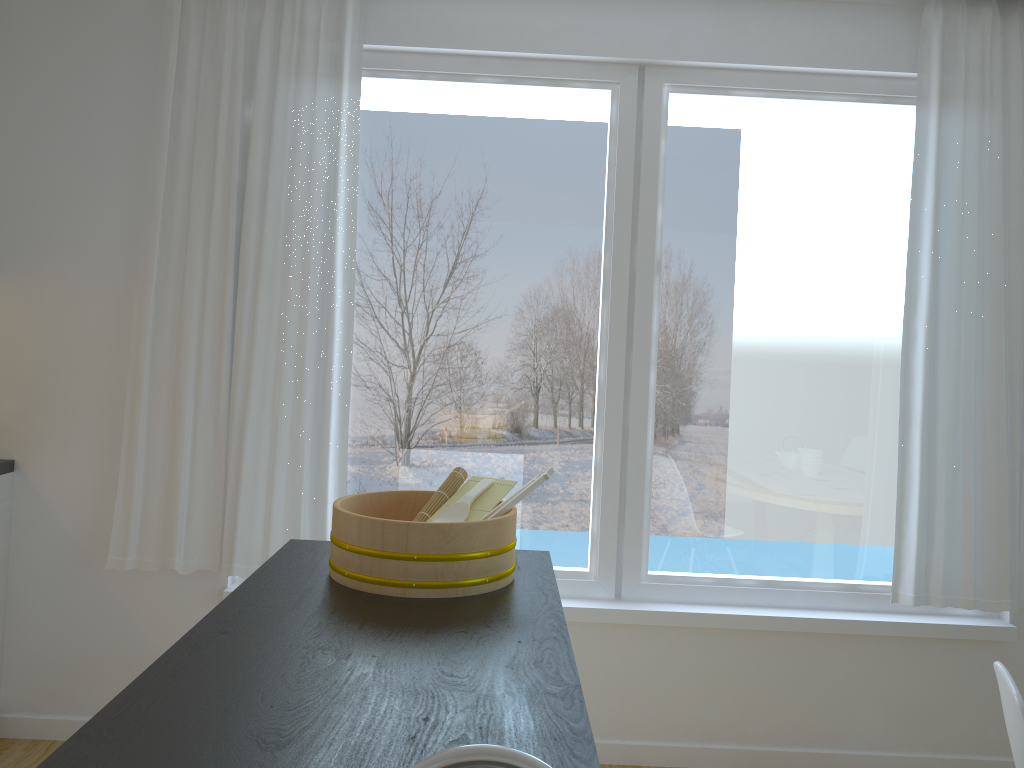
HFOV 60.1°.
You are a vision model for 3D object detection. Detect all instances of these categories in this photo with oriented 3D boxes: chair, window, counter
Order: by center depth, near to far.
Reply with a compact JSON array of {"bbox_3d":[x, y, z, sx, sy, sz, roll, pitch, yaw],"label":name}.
[{"bbox_3d":[-0.200,0.440,0.856,0.600,0.040,2.401,3,2,-1],"label":"counter"},{"bbox_3d":[1.068,0.961,1.420,0.523,0.903,0.429,3,-1,19],"label":"chair"},{"bbox_3d":[-2.012,0.307,2.063,0.600,0.040,2.001,3,2,-1],"label":"counter"},{"bbox_3d":[0.422,-0.193,3.208,2.726,1.921,0.088,3,-1,-1],"label":"window"}]

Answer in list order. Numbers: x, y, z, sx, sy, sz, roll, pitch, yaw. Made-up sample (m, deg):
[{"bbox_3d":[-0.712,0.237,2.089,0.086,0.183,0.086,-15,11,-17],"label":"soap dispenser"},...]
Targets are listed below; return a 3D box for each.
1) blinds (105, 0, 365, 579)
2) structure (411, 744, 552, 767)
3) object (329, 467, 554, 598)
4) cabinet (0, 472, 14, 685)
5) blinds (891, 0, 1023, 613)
[{"bbox_3d":[-0.914,-0.433,3.004,0.795,2.163,0.150,3,-1,-1],"label":"blinds"},{"bbox_3d":[-0.016,0.334,0.520,0.162,0.215,0.097,3,-1,0],"label":"structure"},{"bbox_3d":[-0.166,0.279,1.836,0.379,0.214,0.429,3,2,28],"label":"object"},{"bbox_3d":[-1.928,0.013,1.472,0.481,2.302,3.201,3,1,-1],"label":"cabinet"},{"bbox_3d":[1.747,-0.305,3.032,0.795,2.163,0.150,3,-1,0],"label":"blinds"}]
